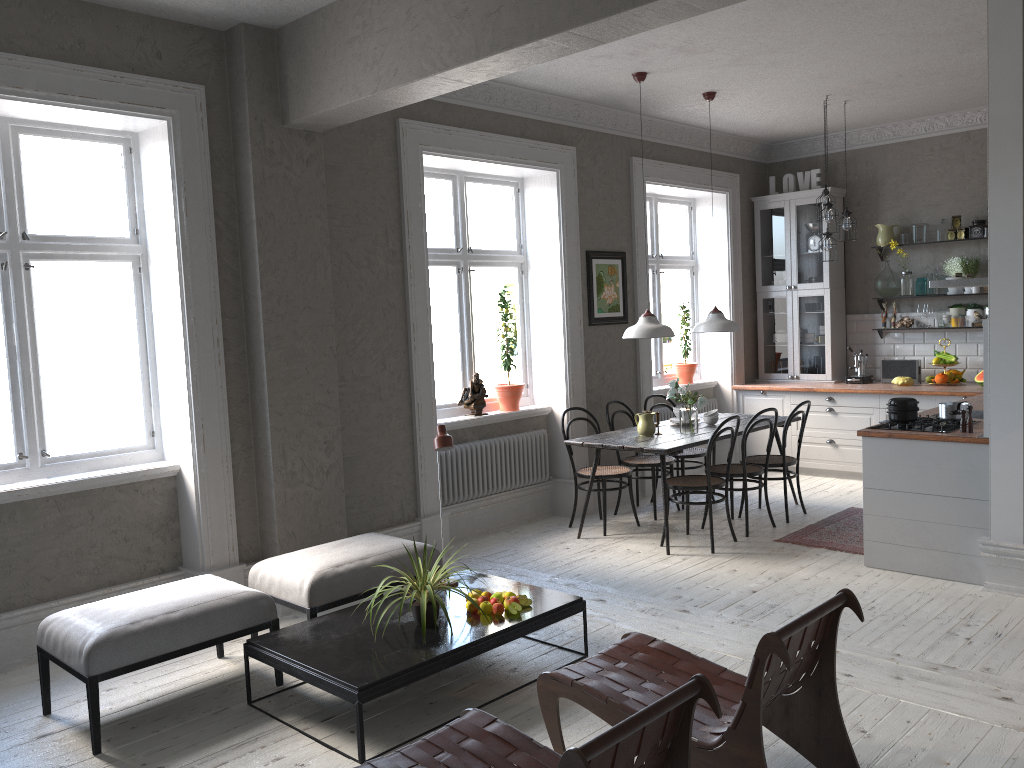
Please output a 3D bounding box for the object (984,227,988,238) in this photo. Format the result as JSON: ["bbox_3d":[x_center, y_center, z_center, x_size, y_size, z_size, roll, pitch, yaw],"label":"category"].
[{"bbox_3d":[4.208,-1.337,7.813,0.091,0.096,0.076,2,6,45],"label":"object"}]

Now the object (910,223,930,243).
[{"bbox_3d":[3.810,-1.399,8.275,0.173,0.184,0.171,-3,4,-7],"label":"object"}]

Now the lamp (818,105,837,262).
[{"bbox_3d":[2.656,-1.910,7.493,0.145,1.735,0.148,-2,5,11],"label":"lamp"}]

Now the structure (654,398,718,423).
[{"bbox_3d":[1.655,0.405,8.619,0.145,0.428,1.249,1,6,42],"label":"structure"}]

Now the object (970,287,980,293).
[{"bbox_3d":[4.149,-0.846,7.920,0.063,0.071,0.105,-4,5,-15],"label":"object"}]

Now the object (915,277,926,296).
[{"bbox_3d":[3.869,-0.916,8.347,0.129,0.172,0.123,-7,6,-42],"label":"object"}]

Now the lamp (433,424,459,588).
[{"bbox_3d":[-0.353,0.615,4.455,0.139,0.839,0.249,-3,5,-10],"label":"lamp"}]

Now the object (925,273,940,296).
[{"bbox_3d":[3.892,-0.922,8.196,0.127,0.206,0.123,-5,5,-23],"label":"object"}]

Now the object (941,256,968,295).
[{"bbox_3d":[4.084,-1.001,8.129,0.238,0.354,0.240,-5,5,-28],"label":"object"}]

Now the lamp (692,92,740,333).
[{"bbox_3d":[1.573,-1.334,6.943,0.387,1.859,0.371,-6,6,-38],"label":"lamp"}]

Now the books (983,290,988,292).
[{"bbox_3d":[4.349,-0.832,7.860,0.161,0.011,0.255,-6,6,-40],"label":"books"}]

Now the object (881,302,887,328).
[{"bbox_3d":[3.616,-0.670,8.598,0.052,0.264,0.062,-1,5,15],"label":"object"}]

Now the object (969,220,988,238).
[{"bbox_3d":[4.198,-1.387,7.958,0.139,0.174,0.145,2,6,44],"label":"object"}]

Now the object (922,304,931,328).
[{"bbox_3d":[3.856,-0.632,8.236,0.080,0.217,0.083,0,5,30],"label":"object"}]

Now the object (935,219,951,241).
[{"bbox_3d":[4.003,-1.421,8.221,0.139,0.220,0.140,-2,4,4],"label":"object"}]

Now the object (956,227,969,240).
[{"bbox_3d":[4.077,-1.355,8.007,0.084,0.113,0.081,-6,5,-36],"label":"object"}]

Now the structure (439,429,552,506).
[{"bbox_3d":[-0.141,0.624,6.767,0.145,0.428,1.249,1,6,42],"label":"structure"}]

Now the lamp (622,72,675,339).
[{"bbox_3d":[0.939,-1.256,6.291,0.382,1.859,0.377,-3,5,-8],"label":"lamp"}]

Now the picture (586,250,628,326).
[{"bbox_3d":[0.809,-0.807,7.466,0.019,0.620,0.532,2,6,44],"label":"picture"}]

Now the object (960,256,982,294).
[{"bbox_3d":[4.140,-1.006,8.000,0.183,0.380,0.170,-2,4,5],"label":"object"}]

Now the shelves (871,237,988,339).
[{"bbox_3d":[4.012,-0.852,8.174,1.288,0.923,0.233,2,6,44],"label":"shelves"}]

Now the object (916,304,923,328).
[{"bbox_3d":[3.859,-0.642,8.365,0.080,0.217,0.083,0,5,30],"label":"object"}]

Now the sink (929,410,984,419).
[{"bbox_3d":[3.140,0.096,5.928,0.517,0.720,0.496,2,6,44],"label":"sink"}]

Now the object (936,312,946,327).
[{"bbox_3d":[3.965,-0.594,8.182,0.078,0.139,0.079,-1,5,17],"label":"object"}]

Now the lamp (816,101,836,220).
[{"bbox_3d":[2.575,-2.233,7.305,0.144,1.735,0.149,0,5,31],"label":"lamp"}]

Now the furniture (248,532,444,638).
[{"bbox_3d":[-0.860,1.092,4.668,0.571,0.476,0.845,2,6,44],"label":"furniture"}]

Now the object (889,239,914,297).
[{"bbox_3d":[3.659,-1.091,8.323,0.188,0.540,0.286,1,5,36],"label":"object"}]

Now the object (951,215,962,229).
[{"bbox_3d":[4.028,-1.467,8.028,0.081,0.113,0.084,-1,5,24],"label":"object"}]

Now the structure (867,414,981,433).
[{"bbox_3d":[2.587,0.240,5.560,0.485,0.031,0.618,2,6,44],"label":"structure"}]

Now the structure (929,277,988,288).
[{"bbox_3d":[3.355,-1.480,6.094,0.697,1.596,0.727,2,6,44],"label":"structure"}]

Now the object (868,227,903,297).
[{"bbox_3d":[3.564,-1.167,8.469,0.331,0.674,0.341,-2,5,12],"label":"object"}]

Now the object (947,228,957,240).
[{"bbox_3d":[4.018,-1.357,8.069,0.081,0.113,0.084,2,6,44],"label":"object"}]

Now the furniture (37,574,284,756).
[{"bbox_3d":[-1.558,1.178,3.948,0.571,0.476,0.845,2,6,44],"label":"furniture"}]

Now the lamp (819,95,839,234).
[{"bbox_3d":[2.536,-2.088,7.134,0.146,1.735,0.147,-3,4,1],"label":"lamp"}]

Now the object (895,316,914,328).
[{"bbox_3d":[3.737,-0.587,8.433,0.174,0.111,0.097,-1,5,21],"label":"object"}]

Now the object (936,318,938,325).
[{"bbox_3d":[3.998,-0.574,8.260,0.079,0.083,0.076,-5,5,-28],"label":"object"}]

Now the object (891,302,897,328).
[{"bbox_3d":[3.679,-0.666,8.515,0.062,0.264,0.053,-3,5,-10],"label":"object"}]

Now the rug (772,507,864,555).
[{"bbox_3d":[2.528,1.047,6.410,0.720,0.014,1.316,2,6,44],"label":"rug"}]

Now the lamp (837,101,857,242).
[{"bbox_3d":[2.770,-2.064,7.359,0.144,1.735,0.149,0,5,31],"label":"lamp"}]

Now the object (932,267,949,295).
[{"bbox_3d":[4.014,-0.963,8.288,0.134,0.264,0.128,-6,6,-40],"label":"object"}]

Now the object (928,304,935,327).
[{"bbox_3d":[3.917,-0.640,8.303,0.080,0.217,0.083,0,5,30],"label":"object"}]
